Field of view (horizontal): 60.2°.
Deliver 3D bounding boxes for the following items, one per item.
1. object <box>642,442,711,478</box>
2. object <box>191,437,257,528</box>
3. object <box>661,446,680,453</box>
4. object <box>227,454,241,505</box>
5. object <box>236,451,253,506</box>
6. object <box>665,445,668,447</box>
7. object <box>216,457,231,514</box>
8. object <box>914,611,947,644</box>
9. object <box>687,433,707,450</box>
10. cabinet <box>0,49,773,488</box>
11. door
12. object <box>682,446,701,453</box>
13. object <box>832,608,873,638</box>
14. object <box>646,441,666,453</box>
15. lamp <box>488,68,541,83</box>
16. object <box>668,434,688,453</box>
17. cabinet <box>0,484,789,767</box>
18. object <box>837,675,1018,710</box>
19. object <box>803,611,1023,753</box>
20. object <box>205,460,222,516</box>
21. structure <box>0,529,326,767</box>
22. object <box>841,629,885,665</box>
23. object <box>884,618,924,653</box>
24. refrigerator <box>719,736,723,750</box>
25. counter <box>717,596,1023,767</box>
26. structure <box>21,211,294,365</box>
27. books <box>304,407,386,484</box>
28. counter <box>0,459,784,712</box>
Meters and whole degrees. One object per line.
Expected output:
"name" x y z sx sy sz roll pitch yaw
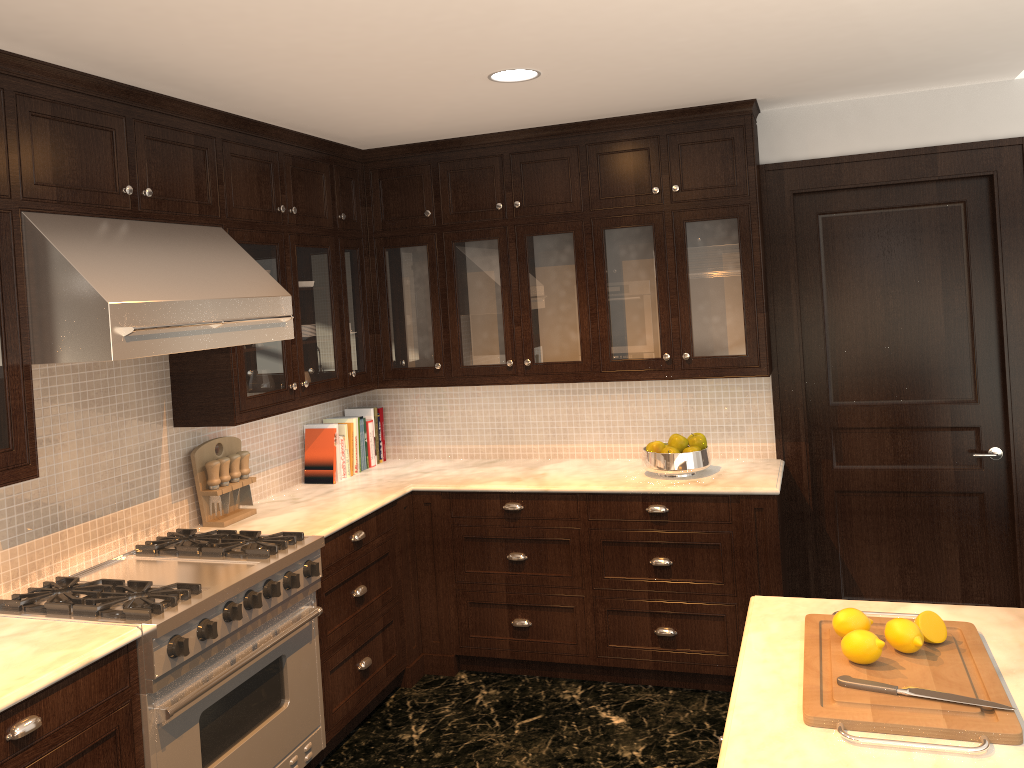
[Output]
"object" 0.759 0.354 4.085 0.318 0.122 0.320 -3 5 13
"object" -1.208 0.404 3.749 0.110 0.349 0.318 -3 3 19
"object" 0.722 0.329 4.005 0.091 0.096 0.100 -2 4 37
"object" -1.186 0.413 3.780 0.061 0.226 0.061 -4 1 -11
"object" -1.165 0.411 3.843 0.061 0.237 0.061 -4 1 -17
"object" 0.738 0.333 4.155 0.091 0.097 0.092 -4 3 0
"object" -1.209 0.427 3.712 0.061 0.237 0.061 -4 1 -11
"object" 0.954 0.555 2.022 0.074 0.068 0.063 -5 3 -18
"object" 0.854 0.275 4.078 0.093 0.098 0.091 -4 3 -10
"cabinet" -0.393 -0.464 3.051 2.303 1.253 3.387 -2 5 19
"door" 1.842 0.153 4.160 0.862 2.183 0.109 -3 0 19
"object" 0.823 0.330 4.022 0.092 0.097 0.092 -6 4 -41
"object" 0.792 0.560 2.059 0.081 0.072 0.083 -1 4 34
"object" 0.662 0.309 4.051 0.091 0.098 0.093 -4 3 -13
"lamp" 0.005 -1.200 3.251 0.198 0.136 0.197 -7 5 -36
"object" 0.765 0.278 4.069 0.095 0.099 0.091 -4 3 -4
"cabinet" -0.288 1.063 3.057 2.310 0.879 3.388 -2 6 19
"object" 0.825 0.618 1.769 0.330 0.014 0.042 0 6 30
"object" 0.837 0.618 1.918 0.384 0.021 0.671 -2 6 19
"object" -1.230 0.430 3.649 0.061 0.228 0.061 -4 1 1
"structure" -1.154 1.034 3.045 0.717 0.837 0.911 -3 3 19
"object" 0.766 0.576 1.934 0.082 0.073 0.079 -3 3 7
"object" 0.878 0.563 1.977 0.082 0.072 0.081 -2 4 30
"refrigerator" 0.797 1.100 1.992 0.571 0.868 0.384 -3 1 19
"counter" 0.698 0.753 0.940 1.052 0.032 2.886 -2 6 19
"structure" -1.270 -0.350 3.045 0.638 0.476 0.936 -2 5 19
"books" -0.885 0.310 4.674 0.194 0.310 0.606 -3 5 19
"counter" -0.319 0.607 3.054 2.310 0.032 3.388 -2 6 19
